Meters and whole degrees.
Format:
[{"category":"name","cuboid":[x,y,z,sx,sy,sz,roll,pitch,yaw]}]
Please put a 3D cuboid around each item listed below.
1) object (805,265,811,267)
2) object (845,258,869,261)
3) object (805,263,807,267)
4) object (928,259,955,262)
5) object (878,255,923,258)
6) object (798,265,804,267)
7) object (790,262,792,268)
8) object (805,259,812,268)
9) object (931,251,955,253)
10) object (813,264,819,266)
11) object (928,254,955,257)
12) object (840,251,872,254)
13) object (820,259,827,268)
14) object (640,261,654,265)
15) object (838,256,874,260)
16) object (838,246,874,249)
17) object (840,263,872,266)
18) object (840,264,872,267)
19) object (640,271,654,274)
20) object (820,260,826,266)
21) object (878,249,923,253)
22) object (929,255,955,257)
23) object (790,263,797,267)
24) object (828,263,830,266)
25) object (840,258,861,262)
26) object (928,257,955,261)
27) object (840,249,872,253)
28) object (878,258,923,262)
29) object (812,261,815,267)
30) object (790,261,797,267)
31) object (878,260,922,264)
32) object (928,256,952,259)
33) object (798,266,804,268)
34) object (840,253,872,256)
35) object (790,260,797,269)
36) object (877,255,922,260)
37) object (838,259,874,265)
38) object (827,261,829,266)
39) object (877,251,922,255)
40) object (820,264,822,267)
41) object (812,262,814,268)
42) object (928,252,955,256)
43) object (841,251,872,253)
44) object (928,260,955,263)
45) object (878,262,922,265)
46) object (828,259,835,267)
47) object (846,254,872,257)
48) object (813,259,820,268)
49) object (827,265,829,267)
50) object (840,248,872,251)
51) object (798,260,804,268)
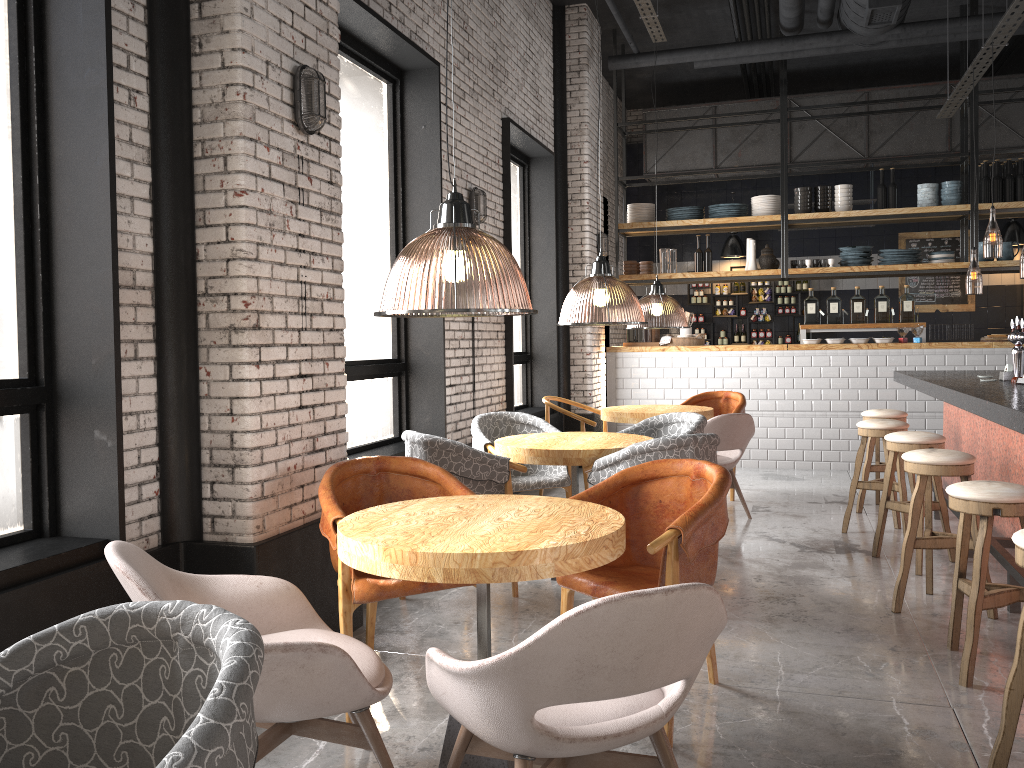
[{"category":"object","cuboid":[3.351,-1.337,10.032,0.072,0.097,0.072,-1,2,6]},{"category":"object","cuboid":[3.826,-1.359,9.869,0.335,0.051,0.334,-3,4,-42]},{"category":"object","cuboid":[3.316,-1.331,9.920,0.072,0.097,0.072,0,2,19]},{"category":"object","cuboid":[4.652,-1.330,9.610,0.263,0.037,0.263,-1,3,-9]},{"category":"object","cuboid":[4.258,-1.401,9.730,0.454,0.065,0.453,-2,3,-20]},{"category":"object","cuboid":[3.241,-1.331,9.944,0.072,0.097,0.072,-1,2,4]},{"category":"object","cuboid":[3.202,-1.337,10.079,0.072,0.097,0.072,-1,2,5]},{"category":"object","cuboid":[3.281,-1.326,9.809,0.072,0.097,0.072,-2,2,-33]},{"category":"object","cuboid":[4.651,-1.412,9.609,0.265,0.037,0.265,0,3,12]},{"category":"object","cuboid":[3.394,-1.331,9.896,0.072,0.097,0.072,-3,3,-45]},{"category":"object","cuboid":[4.652,-1.383,9.609,0.263,0.029,0.263,-1,3,-6]},{"category":"object","cuboid":[3.827,-1.439,9.867,0.335,0.052,0.334,1,3,34]},{"category":"object","cuboid":[3.433,-1.326,9.761,0.072,0.097,0.072,0,2,26]},{"category":"object","cuboid":[1.602,-1.435,10.587,0.157,0.053,0.168,0,3,22]},{"category":"object","cuboid":[3.830,-1.393,9.865,0.372,0.071,0.373,1,3,29]},{"category":"object","cuboid":[3.824,-1.499,9.863,0.373,0.050,0.373,1,3,39]},{"category":"object","cuboid":[3.827,-1.319,9.868,0.335,0.046,0.334,-1,3,3]},{"category":"object","cuboid":[3.828,-1.306,9.869,0.335,0.033,0.335,-2,3,-14]},{"category":"object","cuboid":[1.604,-1.313,10.590,0.157,0.053,0.168,0,3,22]},{"category":"object","cuboid":[3.468,-1.331,9.873,0.072,0.097,0.072,-2,2,-23]},{"category":"object","cuboid":[4.258,-1.448,9.730,0.453,0.062,0.454,1,3,33]},{"category":"object","cuboid":[4.652,-1.372,9.610,0.263,0.028,0.263,2,4,44]},{"category":"object","cuboid":[3.237,-1.343,10.190,0.072,0.097,0.072,1,3,42]},{"category":"object","cuboid":[3.543,-1.332,9.849,0.072,0.097,0.072,0,2,21]},{"category":"object","cuboid":[3.826,-1.371,9.868,0.334,0.045,0.335,0,3,14]},{"category":"object","cuboid":[4.652,-1.348,9.611,0.265,0.038,0.265,1,4,40]},{"category":"object","cuboid":[3.825,-1.466,9.865,0.335,0.036,0.335,-1,3,7]},{"category":"object","cuboid":[4.259,-1.353,9.733,0.454,0.050,0.454,1,3,38]},{"category":"object","cuboid":[3.429,-1.337,10.008,0.072,0.097,0.072,-3,3,-43]},{"category":"object","cuboid":[3.167,-1.331,9.967,0.072,0.097,0.072,0,2,17]},{"category":"object","cuboid":[4.257,-1.329,9.734,0.454,0.042,0.454,-1,3,-8]},{"category":"object","cuboid":[4.653,-1.361,9.609,0.263,0.032,0.263,-2,3,-24]},{"category":"object","cuboid":[3.311,-1.343,10.167,0.072,0.097,0.072,1,2,36]},{"category":"object","cuboid":[3.828,-1.424,9.867,0.334,0.052,0.335,-3,3,-34]},{"category":"object","cuboid":[3.132,-1.325,9.855,0.072,0.097,0.072,1,3,40]},{"category":"object","cuboid":[4.255,-1.377,9.731,0.453,0.062,0.454,-2,3,-28]},{"category":"object","cuboid":[3.827,-1.341,9.871,0.373,0.067,0.372,-1,3,-1]},{"category":"object","cuboid":[3.578,-1.337,9.961,0.072,0.097,0.072,0,2,17]},{"category":"object","cuboid":[4.256,-1.423,9.730,0.454,0.048,0.454,2,4,44]},{"category":"object","cuboid":[3.503,-1.337,9.985,0.072,0.097,0.072,0,2,26]},{"category":"object","cuboid":[3.464,-1.343,10.119,0.072,0.097,0.072,-2,2,-29]},{"category":"object","cuboid":[4.652,-1.401,9.608,0.265,0.034,0.265,1,3,30]},{"category":"object","cuboid":[3.825,-1.451,9.865,0.335,0.035,0.335,-1,3,-8]},{"category":"object","cuboid":[4.652,-1.319,9.610,0.263,0.038,0.263,1,3,32]},{"category":"object","cuboid":[4.258,-1.304,9.735,0.454,0.033,0.454,-1,3,0]},{"category":"object","cuboid":[3.508,-1.326,9.738,0.072,0.097,0.072,-3,3,-41]},{"category":"object","cuboid":[3.826,-1.410,9.867,0.334,0.039,0.335,0,3,17]},{"category":"object","cuboid":[3.359,-1.326,9.784,0.072,0.097,0.072,1,2,38]},{"category":"object","cuboid":[3.613,-1.343,10.073,0.072,0.097,0.072,0,2,18]},{"category":"object","cuboid":[3.827,-1.480,9.865,0.334,0.048,0.335,-1,3,4]},{"category":"object","cuboid":[3.206,-1.325,9.832,0.072,0.097,0.072,1,3,39]}]
